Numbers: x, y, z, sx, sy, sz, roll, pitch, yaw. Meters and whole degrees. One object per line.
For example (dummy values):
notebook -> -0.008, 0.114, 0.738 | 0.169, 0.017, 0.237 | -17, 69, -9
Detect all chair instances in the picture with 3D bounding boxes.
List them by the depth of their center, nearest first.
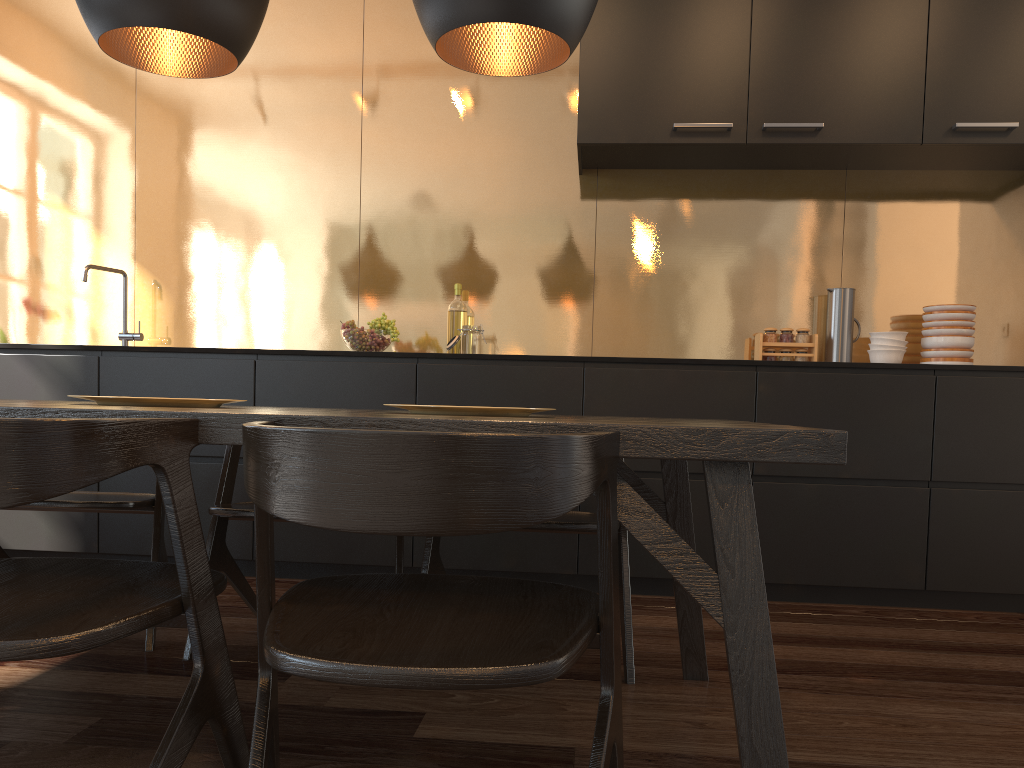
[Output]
chair -> -0.114, 0.394, 1.238 | 0.593, 0.673, 0.518 | 2, 1, 3
chair -> -0.724, 0.378, 1.294 | 0.593, 0.673, 0.518 | 2, 1, 6
chair -> 0.044, 0.427, 2.463 | 0.593, 0.673, 0.518 | 2, 1, 5
chair -> -0.561, 0.412, 2.518 | 0.593, 0.673, 0.518 | 2, 1, 3
chair -> -1.266, 0.395, 2.612 | 0.593, 0.673, 0.518 | 2, 1, 1

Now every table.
table -> -0.748, 0.387, 1.869 | 2.499, 0.681, 1.105 | 1, 0, 5

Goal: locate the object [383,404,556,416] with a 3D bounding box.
object -> -0.087, 0.055, 1.830 | 0.355, 0.017, 0.355 | 1, -1, 9

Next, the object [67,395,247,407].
object -> -0.752, 0.038, 1.890 | 0.356, 0.017, 0.355 | 2, -1, -14

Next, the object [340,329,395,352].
object -> -0.588, -0.167, 3.594 | 0.219, 0.097, 0.218 | 2, -1, -37

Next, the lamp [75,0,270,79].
lamp -> -0.706, -0.958, 1.830 | 0.411, 0.542, 0.410 | 1, 1, -18

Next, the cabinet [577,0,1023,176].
cabinet -> 1.263, -1.437, 3.573 | 1.955, 1.054, 0.530 | 2, 2, 5

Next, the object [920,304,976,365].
object -> 1.789, -0.183, 3.632 | 0.198, 0.265, 0.197 | 1, 1, -20

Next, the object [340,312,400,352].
object -> -0.577, -0.205, 3.578 | 0.239, 0.173, 0.177 | 2, 1, -10

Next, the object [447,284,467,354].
object -> -0.241, -0.271, 3.905 | 0.092, 0.340, 0.091 | 0, 3, -28

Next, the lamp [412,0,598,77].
lamp -> -0.011, -0.940, 1.767 | 0.411, 0.542, 0.410 | 1, 2, -37

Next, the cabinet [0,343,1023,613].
cabinet -> -0.337, 0.342, 3.713 | 5.062, 0.903, 0.731 | 1, 1, 5

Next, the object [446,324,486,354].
object -> -0.191, -0.180, 3.744 | 0.177, 0.152, 0.088 | 1, 2, -17

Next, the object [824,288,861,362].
object -> 1.402, -0.229, 3.744 | 0.164, 0.341, 0.114 | 2, 3, 8

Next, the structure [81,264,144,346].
structure -> -1.768, -0.325, 3.925 | 0.109, 0.386, 0.265 | 3, 2, 21

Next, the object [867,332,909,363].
object -> 1.561, -0.137, 3.678 | 0.157, 0.160, 0.154 | 2, 1, 33
